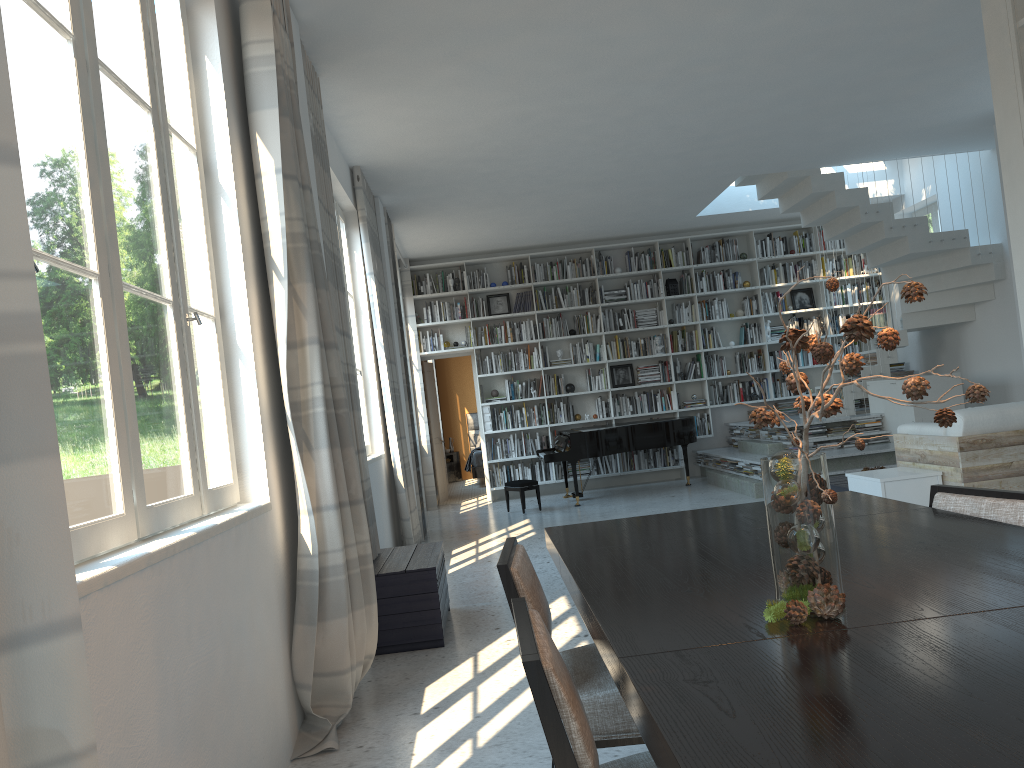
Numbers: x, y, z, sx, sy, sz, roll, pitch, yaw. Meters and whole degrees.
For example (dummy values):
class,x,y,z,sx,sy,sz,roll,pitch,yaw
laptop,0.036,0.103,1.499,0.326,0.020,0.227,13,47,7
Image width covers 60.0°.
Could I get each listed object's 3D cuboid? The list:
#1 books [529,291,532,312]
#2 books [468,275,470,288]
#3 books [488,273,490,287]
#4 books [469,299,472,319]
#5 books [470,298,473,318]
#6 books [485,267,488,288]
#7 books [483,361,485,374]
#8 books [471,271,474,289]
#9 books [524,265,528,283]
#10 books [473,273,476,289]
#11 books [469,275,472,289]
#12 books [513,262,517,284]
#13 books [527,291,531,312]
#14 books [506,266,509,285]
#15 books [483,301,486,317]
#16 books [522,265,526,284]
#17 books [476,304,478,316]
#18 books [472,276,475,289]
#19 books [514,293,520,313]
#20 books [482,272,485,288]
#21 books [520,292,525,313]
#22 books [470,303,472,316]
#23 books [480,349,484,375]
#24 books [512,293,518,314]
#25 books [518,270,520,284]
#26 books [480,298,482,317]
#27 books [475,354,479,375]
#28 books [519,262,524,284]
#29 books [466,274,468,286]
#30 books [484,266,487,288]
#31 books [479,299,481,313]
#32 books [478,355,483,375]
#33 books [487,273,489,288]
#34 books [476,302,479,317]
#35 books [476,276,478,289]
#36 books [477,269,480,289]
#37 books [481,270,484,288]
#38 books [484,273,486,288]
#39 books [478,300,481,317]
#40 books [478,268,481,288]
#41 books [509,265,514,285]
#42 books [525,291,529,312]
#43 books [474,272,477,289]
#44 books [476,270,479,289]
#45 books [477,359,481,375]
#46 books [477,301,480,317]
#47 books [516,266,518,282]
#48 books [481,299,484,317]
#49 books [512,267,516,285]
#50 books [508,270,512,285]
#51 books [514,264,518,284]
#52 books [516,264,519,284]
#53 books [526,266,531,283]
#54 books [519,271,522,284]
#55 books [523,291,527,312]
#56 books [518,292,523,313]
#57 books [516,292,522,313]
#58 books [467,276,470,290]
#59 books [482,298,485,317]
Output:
class,x,y,z,sx,sy,sz,roll,pitch,yaw
books,0.239,-1.067,11.603,0.078,0.285,0.174,-7,-1,-2
books,-0.562,-1.331,11.586,0.007,0.259,0.156,-7,-1,-2
books,-0.301,-1.337,11.602,0.013,0.210,0.136,-7,-1,-2
books,-0.543,-0.982,11.560,0.005,0.292,0.184,-7,-1,-2
books,-0.529,-0.980,11.571,0.006,0.287,0.148,-7,-1,-2
books,-0.333,-1.375,11.609,0.015,0.293,0.131,-7,-1,-2
books,-0.363,-0.207,11.550,0.037,0.182,0.189,-7,-1,-2
books,-0.519,-1.332,11.580,0.012,0.249,0.180,-7,-1,-2
books,0.182,-1.415,11.607,0.031,0.254,0.178,-7,-1,-2
books,-0.488,-1.323,11.578,0.013,0.225,0.177,-7,-1,-2
books,-0.539,-1.310,11.586,0.032,0.210,0.158,-7,-1,-2
books,0.036,-1.431,11.624,0.014,0.320,0.136,-7,-1,-2
books,0.215,-1.064,11.616,0.078,0.285,0.174,-7,-1,-2
books,-0.055,-1.399,11.611,0.013,0.278,0.151,-7,-1,-2
books,-0.356,-0.964,11.563,0.012,0.214,0.185,-7,-1,-2
books,0.154,-1.414,11.619,0.022,0.260,0.152,-7,-1,-2
books,-0.458,-0.968,11.555,0.004,0.246,0.189,-7,-1,-2
books,-0.502,-1.305,11.594,0.017,0.194,0.129,-7,-1,-2
books,0.063,-1.041,11.610,0.110,0.279,0.174,-7,-1,-2
books,-0.370,-1.334,11.582,0.013,0.219,0.181,-7,-1,-2
books,0.138,-1.053,11.593,0.097,0.282,0.174,-7,-1,-2
books,-0.534,-0.951,11.593,0.006,0.233,0.136,-7,-1,-2
books,-0.396,-0.280,11.544,0.012,0.333,0.184,-7,-1,-2
books,0.041,-1.039,11.600,0.110,0.279,0.174,-7,-1,-2
books,0.086,-1.403,11.628,0.013,0.254,0.129,-7,-1,-2
books,-0.399,-0.981,11.562,0.023,0.258,0.183,-7,-1,-2
books,-0.455,-0.248,11.570,0.012,0.285,0.159,-7,-1,-2
books,0.130,-1.431,11.595,0.025,0.297,0.163,-7,-1,-2
books,-0.587,-1.342,11.588,0.007,0.285,0.159,-7,-1,-2
books,-0.344,-1.378,11.597,0.007,0.301,0.145,-7,-1,-2
books,-0.415,-0.990,11.571,0.005,0.281,0.190,-7,-1,-2
books,-0.411,-0.244,11.546,0.027,0.266,0.176,-7,-1,-2
books,-0.313,-1.331,11.592,0.014,0.202,0.170,-7,-1,-2
books,-0.450,-0.952,11.595,0.012,0.214,0.132,-7,-1,-2
books,-0.458,-1.310,11.593,0.014,0.192,0.146,-7,-1,-2
books,-0.436,-1.353,11.580,0.007,0.272,0.154,-7,-1,-2
books,-0.385,-1.349,11.591,0.013,0.252,0.129,-7,-1,-2
books,-0.352,-1.333,11.575,0.021,0.213,0.173,-7,-1,-2
books,-0.424,-0.971,11.572,0.019,0.243,0.153,-7,-1,-2
books,-0.425,-1.358,11.566,0.015,0.279,0.190,-7,-1,-2
books,-0.008,-1.406,11.596,0.024,0.279,0.188,-7,-1,-2
books,0.193,-1.062,11.619,0.078,0.285,0.174,-7,-1,-2
books,-0.475,-1.334,11.584,0.016,0.243,0.156,-7,-1,-2
books,-0.447,-1.346,11.581,0.016,0.261,0.154,-7,-1,-2
books,-0.431,-0.213,11.561,0.026,0.209,0.155,-7,-1,-2
books,-0.434,-0.957,11.560,0.018,0.218,0.186,-7,-1,-2
books,0.064,-1.406,11.597,0.010,0.263,0.156,-7,-1,-2
books,-0.382,-0.978,11.571,0.011,0.250,0.168,-7,-1,-2
books,0.020,-1.394,11.596,0.028,0.249,0.155,-7,-1,-2
books,-0.031,-1.372,11.599,0.028,0.218,0.153,-7,-1,-2
books,0.052,-1.414,11.609,0.013,0.283,0.166,-7,-1,-2
books,0.074,-1.413,11.598,0.011,0.274,0.183,-7,-1,-2
books,0.217,-1.417,11.623,0.039,0.252,0.146,-7,-1,-2
books,0.110,-1.374,11.604,0.027,0.190,0.177,-7,-1,-2
books,0.170,-1.059,11.614,0.078,0.285,0.174,-7,-1,-2
books,0.108,-1.047,11.611,0.110,0.279,0.174,-7,-1,-2
books,0.086,-1.045,11.593,0.110,0.279,0.174,-7,-1,-2
books,-0.570,-1.303,11.579,0.017,0.204,0.142,-7,-1,-2
books,-0.371,-0.982,11.571,0.012,0.254,0.166,-7,-1,-2
